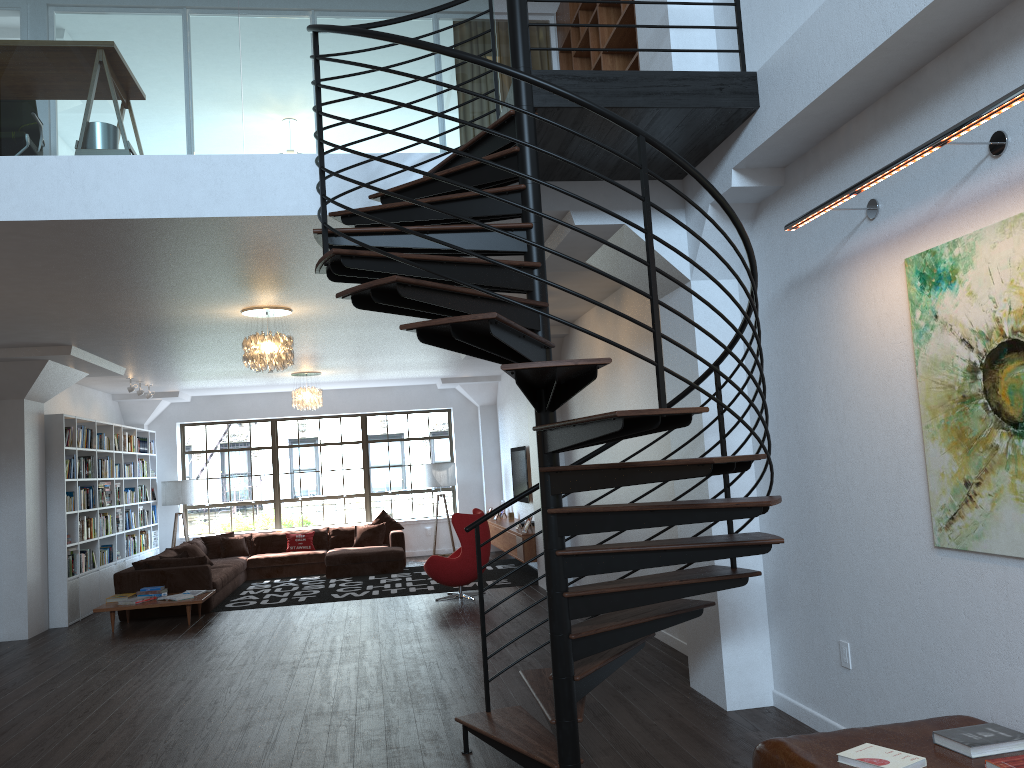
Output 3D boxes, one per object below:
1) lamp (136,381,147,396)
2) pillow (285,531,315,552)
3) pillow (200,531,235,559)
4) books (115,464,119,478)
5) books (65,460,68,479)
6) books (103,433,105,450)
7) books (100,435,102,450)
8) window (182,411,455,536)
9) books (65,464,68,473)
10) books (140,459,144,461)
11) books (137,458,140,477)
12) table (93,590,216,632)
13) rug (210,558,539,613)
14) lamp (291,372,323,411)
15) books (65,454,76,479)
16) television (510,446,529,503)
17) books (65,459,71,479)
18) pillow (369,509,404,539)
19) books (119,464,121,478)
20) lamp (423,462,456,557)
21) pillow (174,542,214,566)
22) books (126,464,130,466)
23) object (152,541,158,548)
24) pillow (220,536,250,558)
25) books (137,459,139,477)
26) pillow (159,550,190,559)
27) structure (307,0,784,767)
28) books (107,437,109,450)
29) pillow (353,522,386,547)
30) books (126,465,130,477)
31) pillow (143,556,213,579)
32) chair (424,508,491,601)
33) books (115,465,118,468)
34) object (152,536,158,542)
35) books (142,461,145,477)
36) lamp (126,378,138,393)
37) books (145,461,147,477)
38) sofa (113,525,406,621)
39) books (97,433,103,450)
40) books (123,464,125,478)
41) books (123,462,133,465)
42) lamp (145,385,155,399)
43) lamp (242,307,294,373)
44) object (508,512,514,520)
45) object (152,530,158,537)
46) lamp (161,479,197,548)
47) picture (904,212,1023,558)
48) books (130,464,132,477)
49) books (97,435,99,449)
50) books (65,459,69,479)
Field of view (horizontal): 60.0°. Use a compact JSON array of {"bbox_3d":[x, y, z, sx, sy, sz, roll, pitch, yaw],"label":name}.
[{"bbox_3d":[-5.242,0.067,12.512,0.111,0.211,0.120,-8,-7,40],"label":"lamp"},{"bbox_3d":[-3.366,2.514,14.110,0.465,0.308,0.220,-3,-5,-13],"label":"pillow"},{"bbox_3d":[-4.545,2.536,13.872,0.580,0.418,0.334,0,-6,-36],"label":"pillow"},{"bbox_3d":[-5.609,1.231,12.481,0.139,0.191,0.036,-3,-5,-9],"label":"books"},{"bbox_3d":[-5.262,1.004,10.327,0.161,0.218,0.101,-3,-5,-9],"label":"books"},{"bbox_3d":[-5.539,0.779,11.859,0.158,0.226,0.052,-3,-5,-9],"label":"books"},{"bbox_3d":[-5.507,0.778,11.728,0.146,0.202,0.027,-3,-5,-9],"label":"books"},{"bbox_3d":[-3.367,1.548,15.671,4.648,1.905,0.114,-3,-5,-9],"label":"window"},{"bbox_3d":[-5.244,1.014,10.250,0.161,0.182,0.170,-3,-5,-9],"label":"books"},{"bbox_3d":[-5.838,1.316,13.845,0.176,0.290,0.036,-3,-5,-10],"label":"books"},{"bbox_3d":[-5.792,1.289,13.577,0.176,0.290,0.053,-3,-5,-10],"label":"books"},{"bbox_3d":[-3.916,2.515,9.805,1.100,0.271,0.853,-3,-5,-9],"label":"table"},{"bbox_3d":[-1.765,2.717,12.196,4.200,0.007,3.100,-3,-5,-8],"label":"rug"},{"bbox_3d":[-2.958,0.115,12.800,0.441,0.539,0.442,-7,-6,33],"label":"lamp"},{"bbox_3d":[-5.289,0.989,10.550,0.176,0.290,0.053,-3,-5,-9],"label":"books"},{"bbox_3d":[0.110,1.347,13.196,0.013,0.816,1.324,-3,-5,-10],"label":"television"},{"bbox_3d":[-5.266,1.001,10.389,0.172,0.235,0.112,-3,-5,-9],"label":"books"},{"bbox_3d":[-2.111,2.336,14.377,0.651,0.587,0.335,-1,-6,-30],"label":"pillow"},{"bbox_3d":[-5.616,1.231,12.541,0.146,0.202,0.027,-3,-5,-9],"label":"books"},{"bbox_3d":[-1.205,2.157,15.233,0.545,1.579,0.545,-4,-5,1],"label":"lamp"},{"bbox_3d":[-4.407,2.401,12.260,0.325,0.391,0.625,-4,-5,7],"label":"pillow"},{"bbox_3d":[-5.723,1.292,13.146,0.127,0.200,0.020,-3,-5,-9],"label":"books"},{"bbox_3d":[-5.880,2.589,14.223,0.331,0.088,0.410,-3,-5,-9],"label":"object"},{"bbox_3d":[-4.340,2.535,13.807,0.489,0.337,0.238,0,-7,-40],"label":"pillow"},{"bbox_3d":[-5.783,1.282,13.467,0.198,0.284,0.066,-3,-5,-10],"label":"books"},{"bbox_3d":[-4.075,2.235,10.877,0.559,0.411,0.269,-7,-6,36],"label":"pillow"},{"bbox_3d":[0.123,-0.308,4.097,1.998,4.352,1.998,-8,-7,41],"label":"structure"},{"bbox_3d":[-5.572,0.823,12.085,0.134,0.184,0.030,-3,-5,-9],"label":"books"},{"bbox_3d":[-2.283,2.413,14.174,0.542,0.362,0.248,-5,-5,11],"label":"pillow"},{"bbox_3d":[-5.713,1.293,13.078,0.134,0.184,0.030,-3,-5,-9],"label":"books"},{"bbox_3d":[-3.993,2.249,10.618,0.750,0.364,0.289,-3,-5,-10],"label":"pillow"},{"bbox_3d":[-0.632,1.981,10.394,0.801,1.006,0.798,-5,-5,16],"label":"chair"},{"bbox_3d":[-5.601,1.234,12.453,0.128,0.178,0.021,-3,-5,-9],"label":"books"},{"bbox_3d":[-5.886,2.501,14.231,0.331,0.088,0.410,-3,-5,-9],"label":"object"},{"bbox_3d":[-5.823,1.331,13.810,0.183,0.253,0.034,-3,-5,-10],"label":"books"},{"bbox_3d":[-5.161,0.018,12.015,0.111,0.211,0.120,-6,-6,25],"label":"lamp"},{"bbox_3d":[-5.865,1.349,13.986,0.183,0.253,0.034,-3,-5,-10],"label":"books"},{"bbox_3d":[-3.203,2.508,12.503,3.481,0.664,4.197,-3,-5,-9],"label":"sofa"},{"bbox_3d":[-5.526,0.772,11.812,0.140,0.231,0.042,-3,-5,-9],"label":"books"},{"bbox_3d":[-5.652,1.253,12.769,0.146,0.202,0.027,-3,-5,-9],"label":"books"},{"bbox_3d":[-5.743,1.287,13.260,0.140,0.231,0.042,-3,-5,-9],"label":"books"},{"bbox_3d":[-5.323,0.118,13.022,0.120,0.211,0.111,0,-6,-35],"label":"lamp"},{"bbox_3d":[-2.154,-0.377,7.828,0.441,0.539,0.442,-7,-6,33],"label":"lamp"},{"bbox_3d":[-0.011,2.068,13.882,0.089,0.110,0.089,-7,-6,35],"label":"object"},{"bbox_3d":[-5.899,2.415,14.237,0.316,0.088,0.410,-3,-5,-9],"label":"object"},{"bbox_3d":[-5.470,2.385,14.627,0.545,1.579,0.545,-2,-5,-20],"label":"lamp"},{"bbox_3d":[1.785,0.016,3.150,0.010,1.200,1.095,-3,-5,-9],"label":"picture"},{"bbox_3d":[-5.727,1.297,13.179,0.136,0.196,0.045,-3,-5,-9],"label":"books"},{"bbox_3d":[-5.484,0.769,11.588,0.139,0.191,0.036,-3,-5,-9],"label":"books"},{"bbox_3d":[-5.264,1.000,10.357,0.152,0.232,0.104,-3,-5,-9],"label":"books"}]
